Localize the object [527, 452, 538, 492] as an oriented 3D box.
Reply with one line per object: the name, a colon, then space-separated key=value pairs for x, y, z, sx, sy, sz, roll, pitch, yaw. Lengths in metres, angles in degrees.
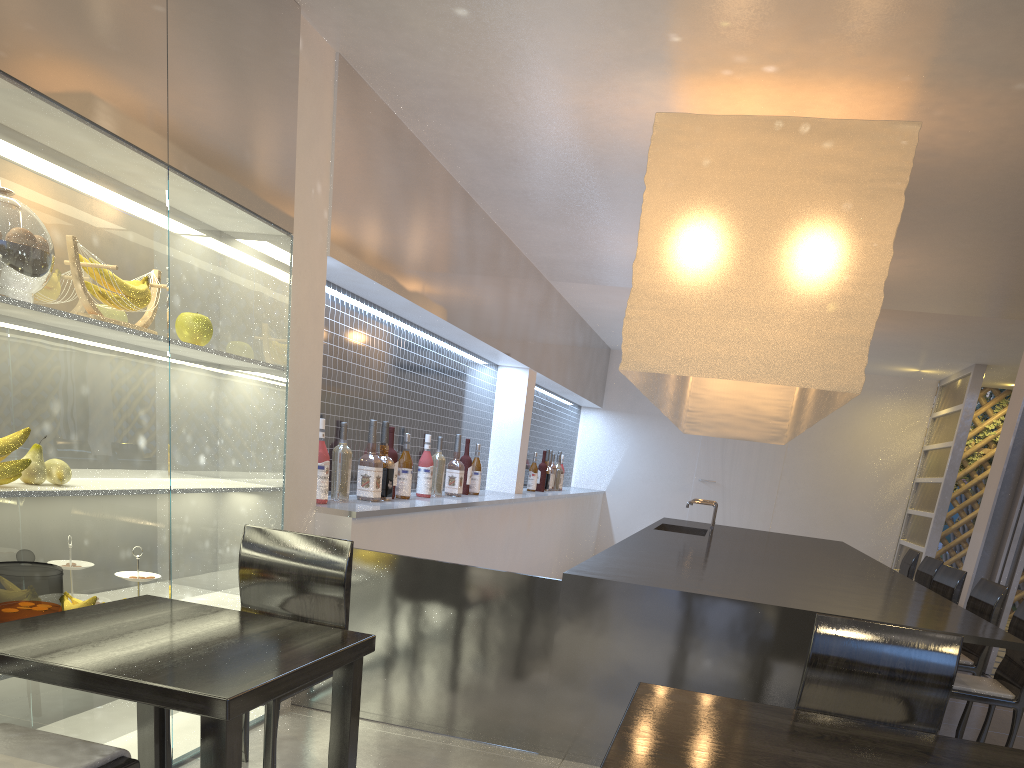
object: x=0.097 y=0.399 z=3.726 sx=0.042 sy=0.193 sz=0.038 roll=2 pitch=15 yaw=-15

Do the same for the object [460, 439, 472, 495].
object: x=-0.158 y=0.284 z=2.809 sx=0.044 sy=0.206 sz=0.042 roll=8 pitch=15 yaw=5

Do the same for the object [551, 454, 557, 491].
object: x=0.197 y=0.441 z=4.113 sx=0.046 sy=0.198 sz=0.042 roll=-2 pitch=17 yaw=-29

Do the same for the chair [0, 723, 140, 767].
chair: x=-0.523 y=0.395 z=0.811 sx=0.189 sy=0.465 sz=0.224 roll=10 pitch=12 yaw=14

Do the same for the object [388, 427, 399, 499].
object: x=-0.595 y=0.039 z=1.193 sx=0.066 sy=0.302 sz=2.088 roll=11 pitch=-3 yaw=16

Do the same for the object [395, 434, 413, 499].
object: x=-0.592 y=0.032 z=1.118 sx=0.057 sy=0.306 sz=2.367 roll=11 pitch=-3 yaw=17

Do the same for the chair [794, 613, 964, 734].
chair: x=0.464 y=0.541 z=1.085 sx=0.189 sy=0.465 sz=0.224 roll=10 pitch=12 yaw=14

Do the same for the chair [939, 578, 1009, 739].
chair: x=1.055 y=0.701 z=2.116 sx=0.238 sy=0.466 sz=0.177 roll=9 pitch=13 yaw=11

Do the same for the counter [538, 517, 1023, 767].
counter: x=0.781 y=0.738 z=2.716 sx=0.804 sy=0.391 sz=2.451 roll=7 pitch=-4 yaw=15

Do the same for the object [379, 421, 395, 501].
object: x=-0.579 y=0.037 z=1.145 sx=0.104 sy=0.302 sz=2.022 roll=11 pitch=-3 yaw=18

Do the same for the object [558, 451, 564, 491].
object: x=0.234 y=0.446 z=4.220 sx=0.045 sy=0.215 sz=0.043 roll=-4 pitch=18 yaw=-33

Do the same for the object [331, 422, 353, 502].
object: x=-0.633 y=0.022 z=1.044 sx=0.045 sy=0.302 sz=1.824 roll=11 pitch=-3 yaw=17

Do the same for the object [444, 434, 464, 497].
object: x=-0.181 y=0.263 z=2.647 sx=0.045 sy=0.215 sz=0.044 roll=10 pitch=15 yaw=15

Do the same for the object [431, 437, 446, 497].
object: x=-0.228 y=0.256 z=2.534 sx=0.045 sy=0.198 sz=0.042 roll=-2 pitch=17 yaw=-28

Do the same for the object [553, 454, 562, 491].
object: x=0.226 y=0.449 z=4.162 sx=0.045 sy=0.198 sz=0.042 roll=10 pitch=15 yaw=13

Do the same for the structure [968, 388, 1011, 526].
structure: x=3.719 y=-1.229 z=4.810 sx=1.104 sy=4.794 sz=3.130 roll=10 pitch=10 yaw=13

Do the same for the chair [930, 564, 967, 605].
chair: x=1.129 y=0.737 z=2.435 sx=0.238 sy=0.466 sz=0.177 roll=8 pitch=13 yaw=8

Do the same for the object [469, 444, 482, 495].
object: x=-0.126 y=0.300 z=2.873 sx=0.042 sy=0.193 sz=0.038 roll=2 pitch=15 yaw=-15

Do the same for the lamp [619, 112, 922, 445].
lamp: x=0.719 y=-0.103 z=2.513 sx=0.441 sy=0.441 sz=2.244 roll=8 pitch=-3 yaw=16

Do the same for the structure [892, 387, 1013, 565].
structure: x=2.808 y=0.339 z=4.605 sx=1.130 sy=2.122 sz=0.270 roll=9 pitch=15 yaw=11

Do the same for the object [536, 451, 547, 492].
object: x=0.139 y=0.406 z=3.820 sx=0.044 sy=0.206 sz=0.042 roll=8 pitch=15 yaw=5

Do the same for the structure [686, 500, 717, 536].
structure: x=0.690 y=0.494 z=3.026 sx=0.111 sy=0.132 sz=0.032 roll=8 pitch=14 yaw=12

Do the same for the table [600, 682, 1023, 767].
table: x=0.539 y=0.577 z=0.838 sx=0.905 sy=0.351 sz=0.337 roll=7 pitch=6 yaw=12

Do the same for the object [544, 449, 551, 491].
object: x=0.162 y=0.415 z=3.962 sx=0.046 sy=0.216 sz=0.043 roll=10 pitch=15 yaw=13

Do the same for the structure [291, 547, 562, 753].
structure: x=-0.192 y=0.536 z=1.687 sx=0.550 sy=0.394 sz=0.011 roll=7 pitch=16 yaw=12

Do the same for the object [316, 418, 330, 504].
object: x=0.137 y=-0.184 z=0.726 sx=1.656 sy=0.863 sz=1.784 roll=7 pitch=-1 yaw=12

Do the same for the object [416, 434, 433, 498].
object: x=-0.253 y=0.242 z=2.415 sx=0.043 sy=0.197 sz=0.040 roll=10 pitch=15 yaw=14

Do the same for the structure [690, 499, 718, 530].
structure: x=0.774 y=0.531 z=3.343 sx=0.111 sy=0.132 sz=0.032 roll=8 pitch=14 yaw=12

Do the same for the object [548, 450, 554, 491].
object: x=0.180 y=0.425 z=4.044 sx=0.045 sy=0.215 sz=0.044 roll=10 pitch=15 yaw=15

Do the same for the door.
door: x=0.135 y=0.220 z=2.545 sx=0.463 sy=1.239 sz=5.446 roll=14 pitch=0 yaw=28

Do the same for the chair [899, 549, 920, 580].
chair: x=1.319 y=0.813 z=3.063 sx=0.236 sy=0.466 sz=0.178 roll=10 pitch=13 yaw=15

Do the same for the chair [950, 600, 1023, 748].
chair: x=0.967 y=0.663 z=1.800 sx=0.237 sy=0.466 sz=0.178 roll=10 pitch=13 yaw=14

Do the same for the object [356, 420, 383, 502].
object: x=-0.590 y=0.032 z=1.101 sx=0.046 sy=0.302 sz=1.943 roll=11 pitch=-3 yaw=16

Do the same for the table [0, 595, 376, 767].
table: x=-0.420 y=0.475 z=1.041 sx=0.355 sy=0.351 sz=0.337 roll=8 pitch=6 yaw=14

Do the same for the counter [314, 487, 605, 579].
counter: x=-0.009 y=0.684 z=3.504 sx=0.229 sy=0.452 sz=3.539 roll=10 pitch=-3 yaw=16

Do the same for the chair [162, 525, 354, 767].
chair: x=-0.398 y=0.450 z=1.281 sx=0.189 sy=0.465 sz=0.224 roll=10 pitch=12 yaw=14

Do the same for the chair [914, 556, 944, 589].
chair: x=1.231 y=0.776 z=2.747 sx=0.238 sy=0.466 sz=0.177 roll=9 pitch=13 yaw=10

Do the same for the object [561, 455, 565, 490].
object: x=0.251 y=0.461 z=4.281 sx=0.042 sy=0.197 sz=0.041 roll=13 pitch=16 yaw=25
